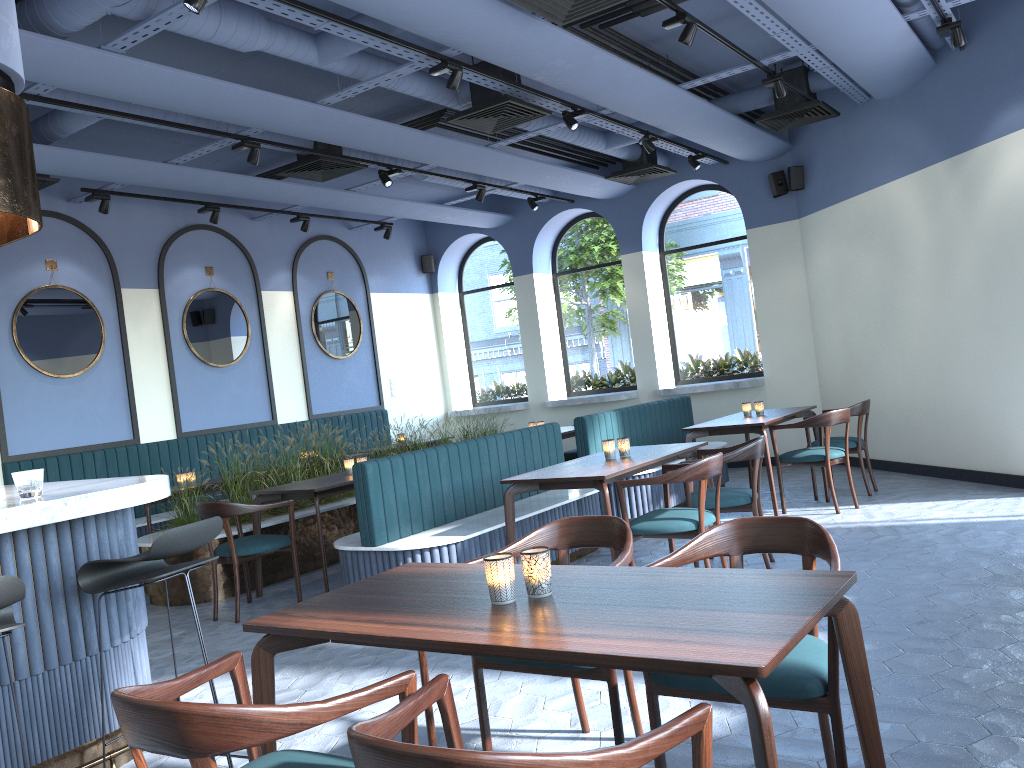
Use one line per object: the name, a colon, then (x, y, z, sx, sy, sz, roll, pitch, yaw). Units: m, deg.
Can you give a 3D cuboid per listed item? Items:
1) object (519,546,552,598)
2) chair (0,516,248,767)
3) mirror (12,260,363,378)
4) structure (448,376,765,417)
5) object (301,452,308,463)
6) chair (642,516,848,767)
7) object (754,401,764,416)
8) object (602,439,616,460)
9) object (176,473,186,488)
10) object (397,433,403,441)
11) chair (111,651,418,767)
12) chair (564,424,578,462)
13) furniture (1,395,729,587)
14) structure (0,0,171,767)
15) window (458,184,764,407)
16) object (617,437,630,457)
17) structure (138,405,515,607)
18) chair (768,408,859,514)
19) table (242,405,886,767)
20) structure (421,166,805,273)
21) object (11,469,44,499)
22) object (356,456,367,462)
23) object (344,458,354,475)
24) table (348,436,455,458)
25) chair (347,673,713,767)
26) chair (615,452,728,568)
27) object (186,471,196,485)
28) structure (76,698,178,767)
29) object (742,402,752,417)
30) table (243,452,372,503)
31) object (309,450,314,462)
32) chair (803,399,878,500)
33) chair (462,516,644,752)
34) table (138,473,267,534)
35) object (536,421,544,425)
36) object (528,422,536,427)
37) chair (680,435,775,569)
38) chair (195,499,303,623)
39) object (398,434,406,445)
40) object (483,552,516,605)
object: (0.066, 0.490, 2.307, 0.078, 0.120, 0.078, -7, 0, -38)
chair: (0.111, 0.826, 2.509, 3.651, 0.949, 6.322, -7, 0, 33)
mirror: (-3.159, -0.723, 9.549, 0.026, 1.089, 4.357, -7, 0, 34)
structure: (1.743, 0.121, 6.027, 4.315, 0.080, 14.155, -7, 0, -4)
object: (-2.080, 0.730, 8.866, 0.078, 0.120, 0.078, -7, 0, 17)
chair: (0.723, 0.830, 2.595, 0.618, 0.793, 0.525, -7, 0, 34)
object: (2.144, 0.212, 7.685, 0.078, 0.120, 0.078, -7, 0, -38)
object: (0.611, 0.410, 5.558, 0.078, 0.120, 0.078, -7, 0, 17)
object: (-2.852, 0.831, 7.657, 0.078, 0.120, 0.078, -7, 0, -38)
object: (-1.253, 0.623, 10.050, 0.078, 0.120, 0.078, -7, 0, 17)
chair: (-0.537, 0.989, 1.946, 0.618, 0.793, 0.525, -7, 0, 34)
chair: (0.847, 0.787, 9.748, 0.618, 0.793, 0.525, -7, 0, 34)
furniture: (-1.028, 0.844, 8.235, 4.703, 1.150, 4.800, -7, 0, 34)
structure: (-3.677, -0.143, 3.066, 3.220, 3.800, 3.653, -7, 0, 34)
window: (1.809, -1.123, 6.058, 3.897, 2.394, 14.212, -7, 0, -5)
object: (0.705, 0.398, 5.580, 0.078, 0.120, 0.078, -7, 0, 17)
structure: (-1.310, 0.849, 8.428, 1.143, 1.207, 4.878, -7, 0, 36)
chair: (2.441, 0.600, 7.021, 0.618, 0.793, 0.525, -7, 0, -31)
table: (-0.300, 0.966, 4.826, 3.997, 0.755, 9.778, -7, 0, 18)
structure: (-1.791, -1.585, 5.883, 7.261, 0.268, 13.143, -7, 0, 18)
object: (-1.836, 0.381, 3.375, 0.111, 0.102, 0.111, -7, 0, 6)
object: (-1.160, 0.624, 6.870, 0.078, 0.120, 0.078, -7, 0, 17)
object: (-1.254, 0.636, 6.847, 0.078, 0.120, 0.078, -7, 0, 17)
table: (-1.183, 1.055, 10.025, 0.548, 0.755, 1.332, -7, 0, 34)
chair: (0.023, 0.921, 1.559, 0.618, 0.793, 0.525, -7, 0, 34)
chair: (0.935, 0.795, 4.893, 0.525, 0.793, 0.618, -7, 0, 34)
object: (-2.801, 0.824, 7.740, 0.078, 0.120, 0.078, -7, 0, -38)
structure: (0.096, 1.183, 1.862, 6.894, 0.250, 5.649, -7, 0, 6)
object: (2.049, 0.223, 7.731, 0.078, 0.120, 0.078, -7, 0, -38)
table: (-1.969, 1.157, 8.871, 0.548, 0.755, 1.332, -7, 0, 34)
object: (-1.986, 0.719, 8.889, 0.078, 0.120, 0.078, -7, 0, 17)
chair: (2.827, 0.551, 7.587, 0.525, 0.793, 0.618, -7, 0, 34)
chair: (0.198, 0.894, 3.033, 0.618, 0.793, 0.525, -7, 0, 34)
table: (-2.742, 1.257, 7.734, 0.548, 0.755, 1.285, -7, 0, 34)
object: (0.291, 0.436, 8.915, 0.078, 0.120, 0.078, -7, 0, -38)
object: (0.209, 0.447, 8.966, 0.078, 0.120, 0.078, -7, 0, -38)
chair: (1.344, 0.742, 5.489, 0.525, 0.793, 0.618, -7, 0, 21)
chair: (-1.775, 1.127, 5.894, 0.618, 0.793, 0.525, -7, 0, 34)
object: (-1.230, 0.621, 9.955, 0.078, 0.120, 0.078, -7, 0, 17)
object: (-0.029, 0.502, 2.284, 0.078, 0.120, 0.078, -7, 0, -38)
